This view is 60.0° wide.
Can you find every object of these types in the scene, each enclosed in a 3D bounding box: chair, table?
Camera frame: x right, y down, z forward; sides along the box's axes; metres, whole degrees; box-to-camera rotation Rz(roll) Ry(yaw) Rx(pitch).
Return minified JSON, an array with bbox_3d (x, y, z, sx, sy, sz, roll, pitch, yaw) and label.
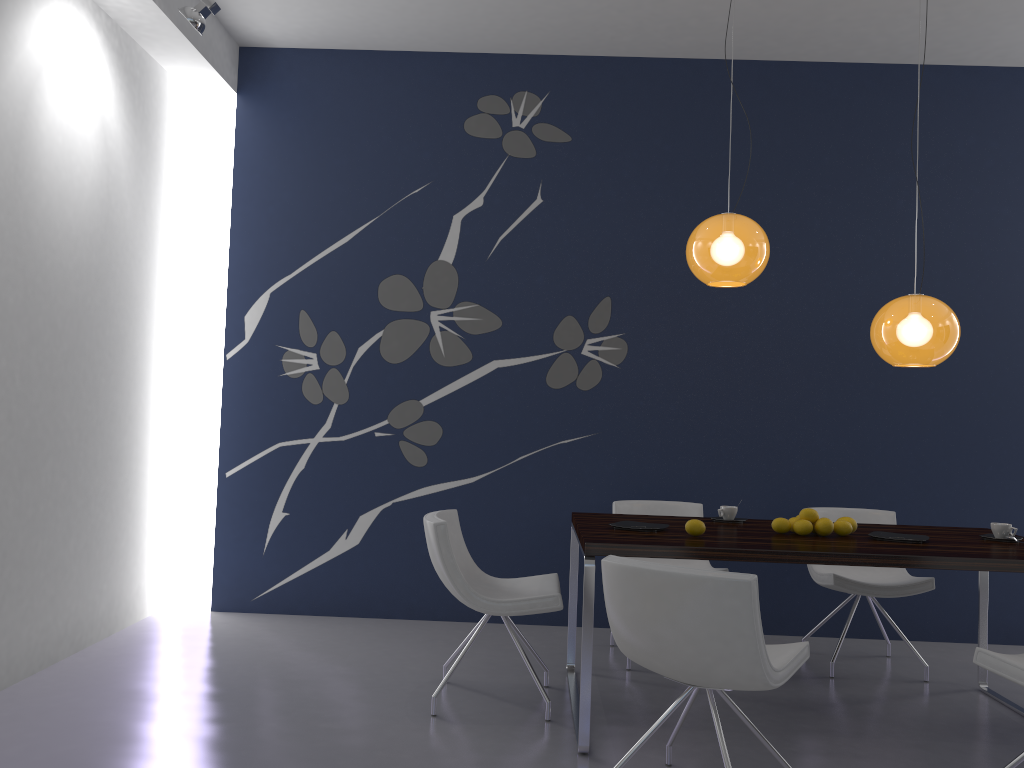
[{"bbox_3d":[0.815,1.050,4.732,0.508,0.805,0.620,2,-2,-4],"label":"chair"},{"bbox_3d":[1.915,1.010,2.837,0.508,0.805,0.620,3,-3,-29],"label":"chair"},{"bbox_3d":[-0.091,0.982,3.897,0.620,0.805,0.508,2,-2,1],"label":"chair"},{"bbox_3d":[1.854,1.087,4.706,0.508,0.805,0.620,2,-2,1],"label":"chair"},{"bbox_3d":[0.616,0.965,2.880,0.508,0.805,0.620,0,-3,36],"label":"chair"},{"bbox_3d":[1.292,1.040,3.812,2.046,0.783,1.127,2,-2,1],"label":"table"}]

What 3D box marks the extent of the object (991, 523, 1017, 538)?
[{"bbox_3d":[2.141,0.642,3.861,0.101,0.064,0.081,1,-3,27],"label":"object"}]

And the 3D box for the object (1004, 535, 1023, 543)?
[{"bbox_3d":[2.149,0.661,3.752,0.032,0.028,0.155,3,-3,-18],"label":"object"}]

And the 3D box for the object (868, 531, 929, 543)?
[{"bbox_3d":[1.634,0.650,3.750,0.232,0.020,0.232,1,-3,30],"label":"object"}]

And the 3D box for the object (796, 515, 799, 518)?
[{"bbox_3d":[1.288,0.615,3.930,0.094,0.077,0.079,4,-3,-45],"label":"object"}]

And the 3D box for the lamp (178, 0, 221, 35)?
[{"bbox_3d":[-1.470,-1.903,4.181,0.185,0.511,0.150,2,-2,1],"label":"lamp"}]

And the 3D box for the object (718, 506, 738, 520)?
[{"bbox_3d":[1.029,0.616,4.219,0.081,0.064,0.101,1,-3,26],"label":"object"}]

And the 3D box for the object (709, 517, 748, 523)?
[{"bbox_3d":[1.032,0.648,4.226,0.154,0.020,0.154,4,-3,-44],"label":"object"}]

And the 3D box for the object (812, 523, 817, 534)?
[{"bbox_3d":[1.321,0.615,3.855,0.081,0.071,0.069,3,-3,-22],"label":"object"}]

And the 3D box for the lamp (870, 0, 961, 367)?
[{"bbox_3d":[1.783,-1.063,3.896,0.359,1.974,0.358,2,-2,7],"label":"lamp"}]

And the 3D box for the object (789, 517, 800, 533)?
[{"bbox_3d":[1.238,0.614,3.856,0.070,0.068,0.083,3,-3,-30],"label":"object"}]

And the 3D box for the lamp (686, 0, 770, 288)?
[{"bbox_3d":[0.970,-1.257,3.922,0.358,1.645,0.359,2,-2,12],"label":"lamp"}]

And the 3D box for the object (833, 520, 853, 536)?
[{"bbox_3d":[1.418,0.618,3.805,0.083,0.068,0.070,2,-2,5],"label":"object"}]

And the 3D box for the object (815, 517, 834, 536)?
[{"bbox_3d":[1.328,0.608,3.772,0.076,0.080,0.094,2,-2,3],"label":"object"}]

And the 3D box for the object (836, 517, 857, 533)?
[{"bbox_3d":[1.461,0.619,3.879,0.079,0.077,0.094,3,-3,-25],"label":"object"}]

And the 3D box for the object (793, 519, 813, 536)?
[{"bbox_3d":[1.237,0.610,3.771,0.070,0.068,0.083,3,-3,-30],"label":"object"}]

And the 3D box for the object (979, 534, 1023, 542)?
[{"bbox_3d":[2.131,0.673,3.864,0.154,0.020,0.154,4,-3,-43],"label":"object"}]

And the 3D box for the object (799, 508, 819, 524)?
[{"bbox_3d":[1.277,0.568,3.811,0.083,0.068,0.070,2,-2,5],"label":"object"}]

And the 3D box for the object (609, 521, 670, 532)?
[{"bbox_3d":[0.546,0.613,3.809,0.232,0.020,0.232,1,-3,30],"label":"object"}]

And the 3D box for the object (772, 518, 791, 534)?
[{"bbox_3d":[1.160,0.609,3.816,0.083,0.068,0.070,2,-2,5],"label":"object"}]

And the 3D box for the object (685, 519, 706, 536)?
[{"bbox_3d":[0.748,0.586,3.616,0.083,0.068,0.070,2,-2,5],"label":"object"}]
